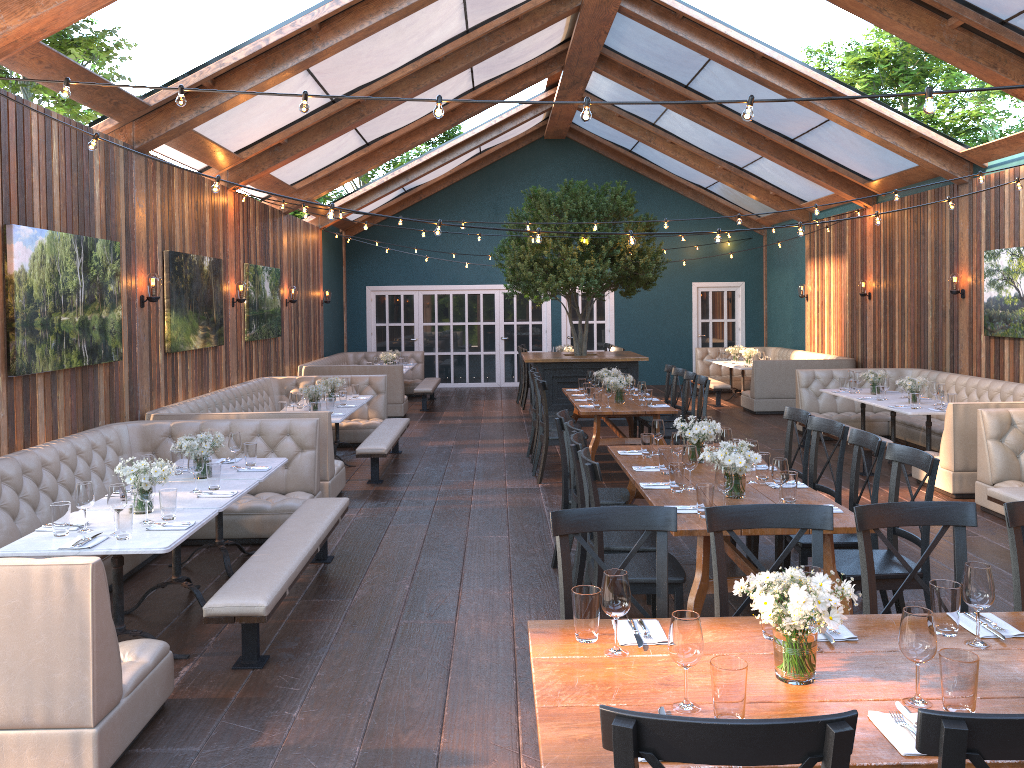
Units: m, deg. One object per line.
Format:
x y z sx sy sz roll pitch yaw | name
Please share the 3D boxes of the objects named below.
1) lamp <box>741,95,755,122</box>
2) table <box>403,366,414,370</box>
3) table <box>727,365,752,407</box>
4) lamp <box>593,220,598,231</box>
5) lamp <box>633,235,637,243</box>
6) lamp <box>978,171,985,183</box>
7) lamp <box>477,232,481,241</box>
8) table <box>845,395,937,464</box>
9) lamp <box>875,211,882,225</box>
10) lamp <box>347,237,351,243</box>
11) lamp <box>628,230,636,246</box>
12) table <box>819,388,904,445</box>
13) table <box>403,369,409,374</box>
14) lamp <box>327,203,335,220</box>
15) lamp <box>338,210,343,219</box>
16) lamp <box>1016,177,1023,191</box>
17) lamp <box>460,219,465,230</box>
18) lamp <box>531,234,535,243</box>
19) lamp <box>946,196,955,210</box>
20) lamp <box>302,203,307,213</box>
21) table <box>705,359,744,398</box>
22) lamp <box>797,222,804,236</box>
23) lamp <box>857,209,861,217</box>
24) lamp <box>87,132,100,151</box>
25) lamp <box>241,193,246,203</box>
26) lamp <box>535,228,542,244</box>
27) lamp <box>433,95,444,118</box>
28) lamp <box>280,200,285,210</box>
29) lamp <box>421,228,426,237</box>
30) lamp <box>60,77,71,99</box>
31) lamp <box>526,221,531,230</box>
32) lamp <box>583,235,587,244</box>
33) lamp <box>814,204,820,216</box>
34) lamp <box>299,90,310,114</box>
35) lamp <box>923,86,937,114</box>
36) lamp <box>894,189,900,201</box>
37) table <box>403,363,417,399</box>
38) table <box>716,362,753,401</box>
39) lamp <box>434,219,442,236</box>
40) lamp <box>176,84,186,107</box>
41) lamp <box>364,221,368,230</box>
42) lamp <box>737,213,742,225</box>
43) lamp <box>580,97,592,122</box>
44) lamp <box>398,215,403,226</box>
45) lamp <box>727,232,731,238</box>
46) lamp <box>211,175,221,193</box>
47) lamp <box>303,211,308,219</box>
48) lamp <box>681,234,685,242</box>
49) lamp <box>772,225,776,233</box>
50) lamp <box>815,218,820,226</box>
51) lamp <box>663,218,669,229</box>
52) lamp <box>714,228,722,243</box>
1.085 -1.270 4.077 0.057 0.119 0.056 -1 2 -7 | lamp
-2.195 0.043 15.884 0.798 0.671 0.801 -1 4 -1 | table
4.189 0.031 15.176 0.798 0.671 0.801 -1 4 -2 | table
0.906 -1.725 9.643 0.056 0.121 0.056 -2 2 -26 | lamp
1.738 -2.051 12.533 0.060 0.119 0.056 -1 2 -16 | lamp
4.528 -1.995 8.535 0.056 0.120 0.056 1 3 42 | lamp
-0.440 -1.968 11.839 0.056 0.120 0.056 -1 2 -14 | lamp
4.280 0.501 9.932 0.798 0.671 0.801 -1 4 -1 | table
3.093 -1.401 7.476 0.056 0.120 0.056 0 2 27 | lamp
-2.983 -2.632 16.157 0.076 0.113 0.056 2 3 44 | lamp
0.924 -1.123 6.802 0.056 0.120 0.056 -1 2 5 | lamp
4.266 0.428 10.748 0.798 0.671 0.801 -1 4 -2 | table
-2.181 0.116 15.068 0.798 0.671 0.801 -1 4 -2 | table
-1.241 -1.181 6.060 0.056 0.120 0.056 -1 2 -4 | lamp
-2.018 -2.004 10.432 0.056 0.121 0.056 0 2 24 | lamp
4.519 -1.782 7.883 0.060 0.119 0.056 0 2 22 | lamp
-0.558 -1.810 10.049 0.056 0.121 0.056 0 2 8 | lamp
0.286 -1.981 12.071 0.056 0.121 0.056 -1 2 -20 | lamp
3.810 -1.572 7.685 0.071 0.116 0.056 0 2 21 | lamp
-2.475 -2.096 10.545 0.056 0.121 0.056 -1 2 2 | lamp
4.161 -0.115 16.808 0.798 0.671 0.801 -1 4 -2 | table
2.370 -1.271 7.261 0.056 0.121 0.056 -1 2 -14 | lamp
5.343 -2.637 13.627 0.056 0.120 0.056 0 2 28 | lamp
-2.622 -1.518 5.538 0.068 0.117 0.056 0 2 6 | lamp
-3.280 -2.274 10.810 0.056 0.119 0.061 1 2 34 | lamp
0.195 -1.100 6.568 0.056 0.121 0.056 -1 2 -2 | lamp
-0.372 -1.403 4.470 0.056 0.120 0.056 -2 2 -25 | lamp
-2.753 -2.149 10.613 0.056 0.120 0.056 -2 2 -35 | lamp
-1.159 -1.979 11.584 0.056 0.120 0.056 -2 2 -35 | lamp
-2.564 -1.698 5.076 0.056 0.118 0.064 -2 2 -27 | lamp
0.180 -1.757 9.855 0.056 0.121 0.056 1 3 40 | lamp
1.010 -2.011 12.316 0.056 0.121 0.056 0 2 24 | lamp
3.101 -1.774 9.001 0.056 0.121 0.056 0 2 20 | lamp
-1.099 -1.495 4.699 0.075 0.114 0.056 2 3 45 | lamp
1.826 -1.239 3.865 0.056 0.121 0.056 -2 2 -33 | lamp
3.817 -1.876 8.785 0.063 0.118 0.056 -1 2 -8 | lamp
-2.209 -0.030 16.699 0.798 0.671 0.801 -1 4 -2 | table
4.175 -0.042 15.992 0.798 0.671 0.801 -1 4 -1 | table
-0.531 -1.115 6.320 0.056 0.120 0.056 -2 3 -41 | lamp
-1.834 -1.594 4.893 0.056 0.114 0.075 -1 2 -3 | lamp
-1.868 -2.025 11.312 0.056 0.119 0.062 1 3 41 | lamp
2.371 -1.721 9.240 0.067 0.117 0.056 -2 3 -38 | lamp
0.358 -1.327 4.279 0.056 0.121 0.056 0 2 14 | lamp
-1.292 -1.891 10.243 0.056 0.121 0.056 0 2 11 | lamp
3.186 -2.195 12.975 0.056 0.117 0.068 -1 2 -4 | lamp
-1.945 -1.313 5.805 0.056 0.119 0.059 0 2 30 | lamp
-2.576 -2.120 11.055 0.065 0.118 0.056 -3 3 -42 | lamp
2.467 -2.110 12.755 0.060 0.119 0.056 0 2 23 | lamp
3.907 -2.310 13.210 0.056 0.120 0.056 -1 2 -19 | lamp
4.628 -2.455 13.406 0.064 0.118 0.056 0 2 8 | lamp
1.641 -1.711 9.436 0.056 0.121 0.056 0 2 14 | lamp
1.641 -1.181 7.049 0.056 0.120 0.056 0 2 18 | lamp
